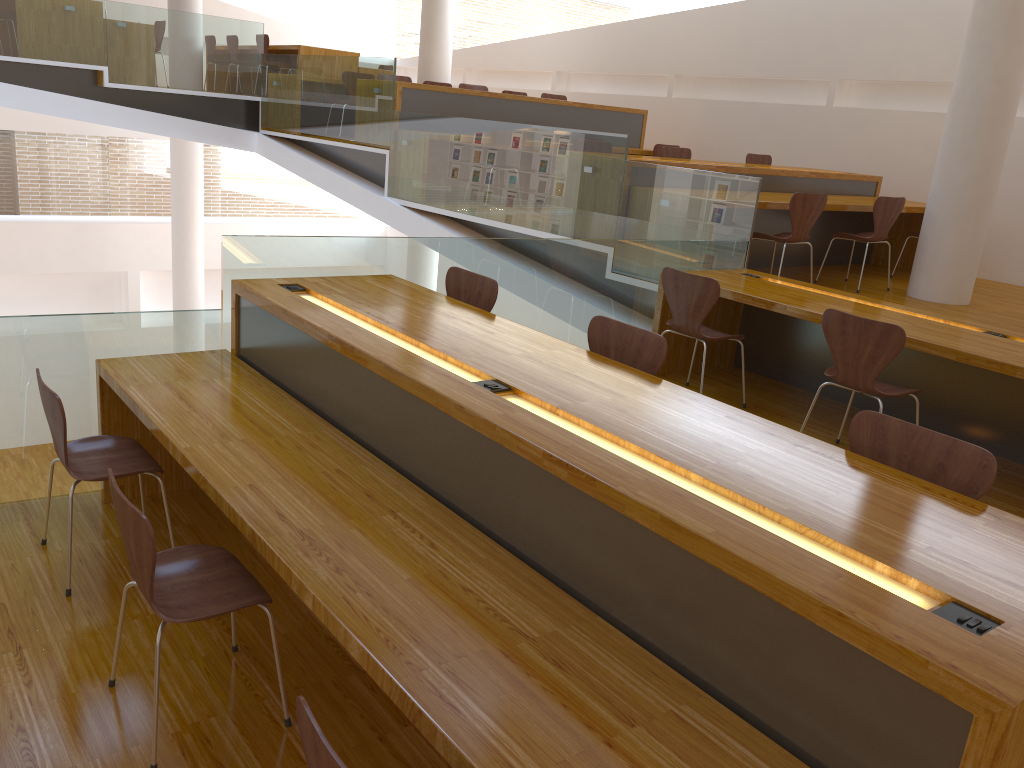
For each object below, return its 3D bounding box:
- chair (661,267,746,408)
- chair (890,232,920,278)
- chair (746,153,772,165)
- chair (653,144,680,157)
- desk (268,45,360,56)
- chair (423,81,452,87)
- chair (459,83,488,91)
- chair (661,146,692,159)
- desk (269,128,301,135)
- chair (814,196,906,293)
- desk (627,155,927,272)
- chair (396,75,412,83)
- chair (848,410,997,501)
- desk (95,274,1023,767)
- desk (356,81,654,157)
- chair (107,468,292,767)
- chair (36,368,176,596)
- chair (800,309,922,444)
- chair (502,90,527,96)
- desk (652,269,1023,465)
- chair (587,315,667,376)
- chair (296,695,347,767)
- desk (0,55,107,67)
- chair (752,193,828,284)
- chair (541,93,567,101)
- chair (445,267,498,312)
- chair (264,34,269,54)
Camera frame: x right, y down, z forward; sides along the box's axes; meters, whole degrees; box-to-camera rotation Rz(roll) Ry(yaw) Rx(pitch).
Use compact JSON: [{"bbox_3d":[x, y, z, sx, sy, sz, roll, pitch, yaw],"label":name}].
[{"bbox_3d":[0.998,-0.245,4.644,0.381,0.693,0.428,-7,21,-37],"label":"chair"},{"bbox_3d":[3.460,-1.184,7.275,0.428,0.693,0.381,-7,21,-37],"label":"chair"},{"bbox_3d":[2.452,-1.835,8.513,0.428,0.693,0.381,-7,21,-37],"label":"chair"},{"bbox_3d":[1.498,-2.221,9.499,0.428,0.693,0.381,-7,21,-37],"label":"chair"},{"bbox_3d":[-2.894,-4.006,11.755,1.247,0.762,3.194,-7,21,-37],"label":"desk"},{"bbox_3d":[-0.964,-3.114,10.200,0.428,0.693,0.381,-7,21,-37],"label":"chair"},{"bbox_3d":[-0.347,-2.874,9.601,0.428,0.693,0.381,-7,21,-37],"label":"chair"},{"bbox_3d":[1.537,-1.732,7.875,0.428,0.693,0.381,-7,21,-37],"label":"chair"},{"bbox_3d":[-1.134,-3.197,10.570,3.356,0.606,0.760,-7,21,-37],"label":"desk"},{"bbox_3d":[2.591,-1.060,6.580,0.428,0.693,0.381,-7,21,-37],"label":"chair"},{"bbox_3d":[2.056,-1.330,7.150,3.243,0.785,1.527,-7,21,-37],"label":"desk"},{"bbox_3d":[-1.121,-2.775,9.023,0.428,0.693,0.381,-7,21,-37],"label":"chair"},{"bbox_3d":[0.882,0.462,2.253,0.381,0.693,0.428,-7,21,-37],"label":"chair"},{"bbox_3d":[-0.181,0.436,2.709,1.285,0.918,3.236,-7,21,-37],"label":"desk"},{"bbox_3d":[0.129,-2.431,9.157,3.216,1.022,1.248,-7,21,-37],"label":"desk"},{"bbox_3d":[-0.855,0.578,2.406,0.381,0.693,0.428,-7,21,-37],"label":"chair"},{"bbox_3d":[-1.434,0.302,3.135,0.381,0.693,0.428,-7,21,-37],"label":"chair"},{"bbox_3d":[1.578,0.030,3.915,0.381,0.693,0.428,-7,21,-37],"label":"chair"},{"bbox_3d":[-0.095,-3.238,10.895,0.428,0.693,0.381,-7,21,-37],"label":"chair"},{"bbox_3d":[2.057,0.072,4.099,0.760,0.606,3.185,-7,21,-37],"label":"desk"},{"bbox_3d":[0.245,0.141,3.116,0.381,0.693,0.428,-7,21,-37],"label":"chair"},{"bbox_3d":[-0.156,0.891,1.589,0.381,0.693,0.428,-7,21,-37],"label":"chair"},{"bbox_3d":[-5.128,-3.841,9.955,1.248,0.757,3.196,-7,21,-37],"label":"desk"},{"bbox_3d":[1.817,-0.961,6.002,0.428,0.693,0.381,-7,21,-37],"label":"chair"},{"bbox_3d":[0.558,-2.975,10.231,0.428,0.693,0.381,-7,21,-37],"label":"chair"},{"bbox_3d":[-0.335,-0.135,3.845,0.381,0.693,0.428,-7,21,-37],"label":"chair"},{"bbox_3d":[-2.785,-3.722,10.435,0.381,0.693,0.428,-7,21,-37],"label":"chair"}]
